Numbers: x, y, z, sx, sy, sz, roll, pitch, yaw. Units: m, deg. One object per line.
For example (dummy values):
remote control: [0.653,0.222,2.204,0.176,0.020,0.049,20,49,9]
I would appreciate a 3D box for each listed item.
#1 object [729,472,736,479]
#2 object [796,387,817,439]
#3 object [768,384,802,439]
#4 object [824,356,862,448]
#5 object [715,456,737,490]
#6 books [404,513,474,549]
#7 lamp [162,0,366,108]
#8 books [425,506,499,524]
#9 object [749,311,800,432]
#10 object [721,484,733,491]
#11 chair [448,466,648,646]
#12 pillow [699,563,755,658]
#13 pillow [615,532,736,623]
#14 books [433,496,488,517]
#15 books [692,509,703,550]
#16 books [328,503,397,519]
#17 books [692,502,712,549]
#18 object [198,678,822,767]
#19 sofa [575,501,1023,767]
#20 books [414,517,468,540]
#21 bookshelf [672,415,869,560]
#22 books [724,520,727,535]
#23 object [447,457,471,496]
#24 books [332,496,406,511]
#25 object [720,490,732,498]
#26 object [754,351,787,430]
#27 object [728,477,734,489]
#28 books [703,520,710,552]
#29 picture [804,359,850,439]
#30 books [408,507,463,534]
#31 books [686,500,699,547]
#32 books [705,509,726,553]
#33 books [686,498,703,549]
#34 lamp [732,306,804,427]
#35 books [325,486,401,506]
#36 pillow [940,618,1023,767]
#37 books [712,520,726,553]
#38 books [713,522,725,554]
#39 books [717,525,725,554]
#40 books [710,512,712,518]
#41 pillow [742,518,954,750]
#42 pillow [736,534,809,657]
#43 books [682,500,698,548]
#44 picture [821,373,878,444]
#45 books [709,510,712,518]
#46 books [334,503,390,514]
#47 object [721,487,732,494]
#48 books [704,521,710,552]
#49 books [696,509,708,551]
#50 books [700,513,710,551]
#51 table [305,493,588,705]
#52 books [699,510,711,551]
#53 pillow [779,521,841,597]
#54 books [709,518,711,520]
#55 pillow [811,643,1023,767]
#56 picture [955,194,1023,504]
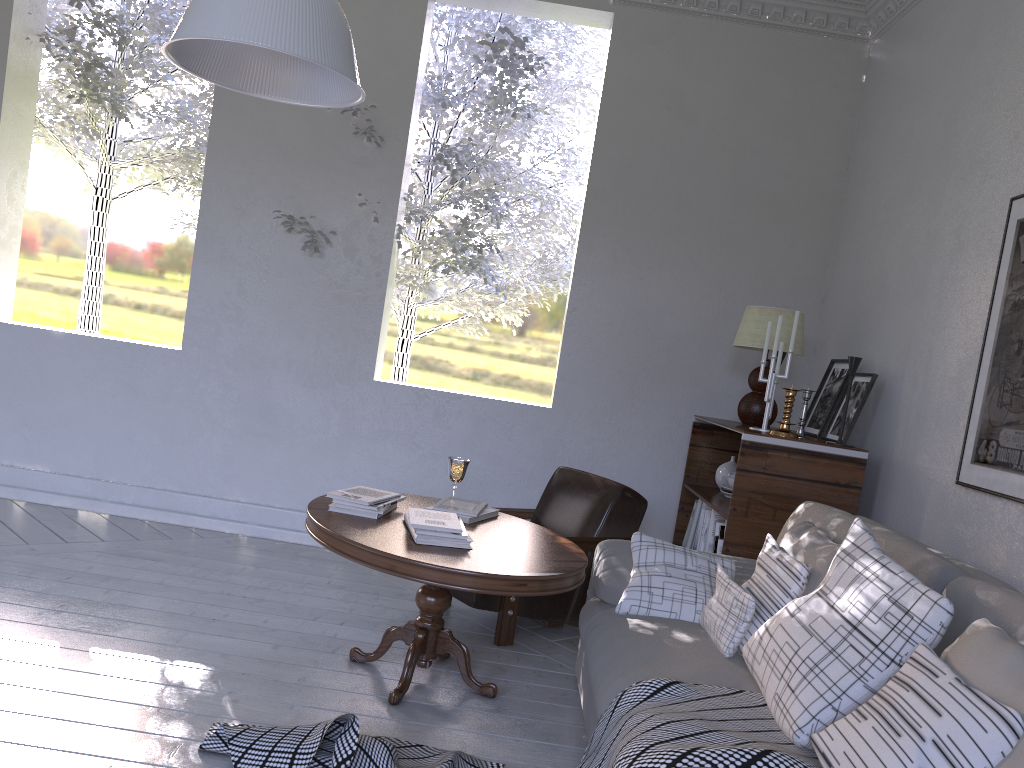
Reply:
object: [0.857,0.354,3.346,0.078,0.068,0.083,10,3,15]
object: [0.971,0.094,2.946,0.062,0.173,0.061,7,4,-23]
object: [0.899,0.085,2.885,0.095,0.172,0.096,10,4,19]
object: [1.075,0.057,2.843,0.094,0.289,0.095,10,4,22]
object: [0.861,0.357,3.492,0.111,0.148,0.122,9,3,-3]
books: [-0.201,0.390,2.362,0.149,0.021,0.278,8,2,-13]
lamp: [-0.398,-0.843,1.579,0.353,0.584,0.356,11,4,27]
books: [-0.148,0.388,2.696,0.146,0.018,0.231,10,2,22]
object: [0.902,-0.046,3.042,0.101,0.425,0.100,8,4,-17]
object: [0.851,0.403,3.352,0.121,0.024,0.121,9,2,5]
chair: [0.075,0.580,3.155,0.706,0.555,0.493,7,4,-35]
pillow: [0.501,0.528,2.058,0.070,0.167,0.283,9,2,-2]
pillow: [0.438,0.529,2.333,0.309,0.206,0.215,9,3,6]
books: [-0.155,0.372,2.698,0.135,0.011,0.214,9,2,7]
books: [0.735,0.568,3.272,0.120,0.208,0.026,9,4,-5]
books: [-0.426,0.352,2.552,0.141,0.015,0.222,9,2,7]
books: [0.782,0.557,3.314,0.174,0.243,0.104,9,4,0]
object: [0.022,0.714,1.711,1.491,0.396,0.497,10,3,30]
sofa: [0.563,0.641,1.671,0.765,0.684,1.860,9,2,0]
books: [-0.194,0.374,2.353,0.135,0.010,0.240,9,2,-8]
bookshelf: [0.868,0.562,3.212,0.400,0.802,0.798,9,3,0]
books: [0.762,0.572,2.940,0.126,0.234,0.078,9,4,0]
object: [-0.182,0.314,2.859,0.076,0.149,0.076,9,4,-4]
books: [-0.408,0.331,2.551,0.134,0.010,0.241,9,2,12]
object: [0.848,0.422,3.350,0.122,0.021,0.120,7,2,-40]
object: [0.951,0.026,3.220,0.094,0.289,0.095,10,4,22]
object: [0.853,0.382,3.349,0.082,0.050,0.079,8,3,-27]
books: [0.742,0.584,3.154,0.115,0.182,0.009,9,4,5]
picture: [1.159,0.052,3.264,0.095,0.301,0.231,9,3,0]
books: [-0.206,0.361,2.354,0.136,0.010,0.214,9,2,-8]
books: [0.784,0.564,3.465,0.161,0.219,0.100,9,4,0]
books: [0.747,0.558,3.112,0.126,0.237,0.018,9,4,5]
books: [0.778,0.556,3.403,0.172,0.236,0.112,9,4,0]
lamp: [0.966,-0.060,3.386,0.268,0.448,0.265,7,4,-25]
books: [-0.423,0.319,2.540,0.135,0.011,0.216,9,2,17]
pillow: [0.660,0.519,1.179,0.151,0.314,0.489,9,2,0]
books: [0.751,0.579,3.030,0.129,0.210,0.074,9,4,0]
books: [0.749,0.583,3.013,0.131,0.203,0.064,9,4,0]
books: [0.749,0.585,2.960,0.131,0.203,0.064,9,4,0]
books: [0.763,0.574,3.185,0.130,0.207,0.011,9,4,5]
pillow: [0.602,0.456,1.658,0.219,0.386,0.453,9,3,2]
pillow: [0.583,0.501,2.056,0.129,0.270,0.310,9,3,4]
books: [0.779,0.566,3.507,0.161,0.210,0.127,9,4,0]
picture: [1.147,0.083,3.021,0.080,0.252,0.202,9,3,0]
books: [0.765,0.571,3.201,0.129,0.212,0.020,9,4,5]
books: [-0.418,0.340,2.545,0.136,0.010,0.214,9,2,2]
object: [0.849,0.413,3.349,0.122,0.021,0.120,7,2,-40]
books: [0.739,0.583,3.136,0.115,0.184,0.009,9,4,5]
books: [0.749,0.570,3.245,0.130,0.207,0.011,9,4,5]
books: [0.754,0.577,3.220,0.124,0.196,0.015,9,4,5]
table: [-0.222,0.612,2.490,0.740,0.433,0.945,8,3,-30]
books: [0.755,0.571,3.233,0.130,0.207,0.011,9,4,5]
pillow: [0.669,0.493,2.034,0.151,0.314,0.489,9,2,1]
books: [0.750,0.581,3.164,0.120,0.189,0.012,9,4,5]
pillow: [0.565,0.526,1.274,0.154,0.257,0.312,9,3,0]
picture: [1.265,-0.101,2.078,0.019,0.775,0.588,9,3,0]
